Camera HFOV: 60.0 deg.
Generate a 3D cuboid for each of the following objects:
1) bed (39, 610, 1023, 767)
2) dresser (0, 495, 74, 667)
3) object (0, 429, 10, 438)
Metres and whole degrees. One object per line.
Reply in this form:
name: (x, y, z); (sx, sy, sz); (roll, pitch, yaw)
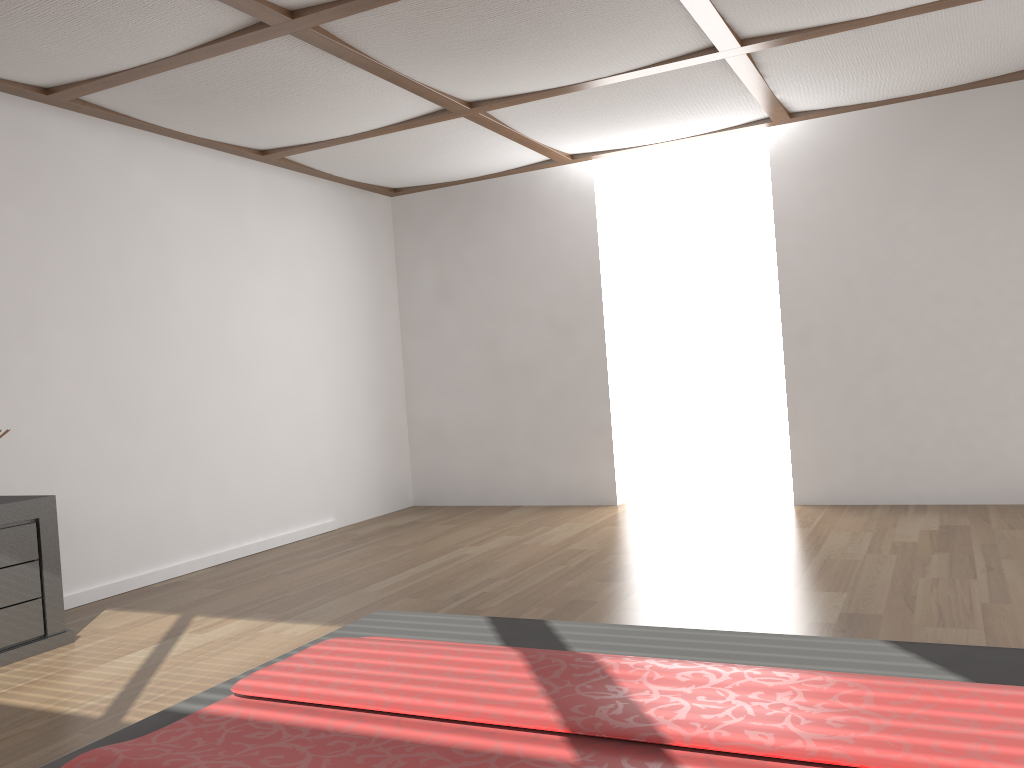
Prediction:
bed: (0.097, 0.643, 1.152); (2.469, 0.577, 2.413); (-4, 0, 26)
dresser: (-2.432, 0.801, 2.958); (0.540, 0.608, 1.740); (-4, 0, 26)
object: (-2.213, 0.338, 3.443); (0.481, 0.282, 0.481); (-4, 0, -8)
